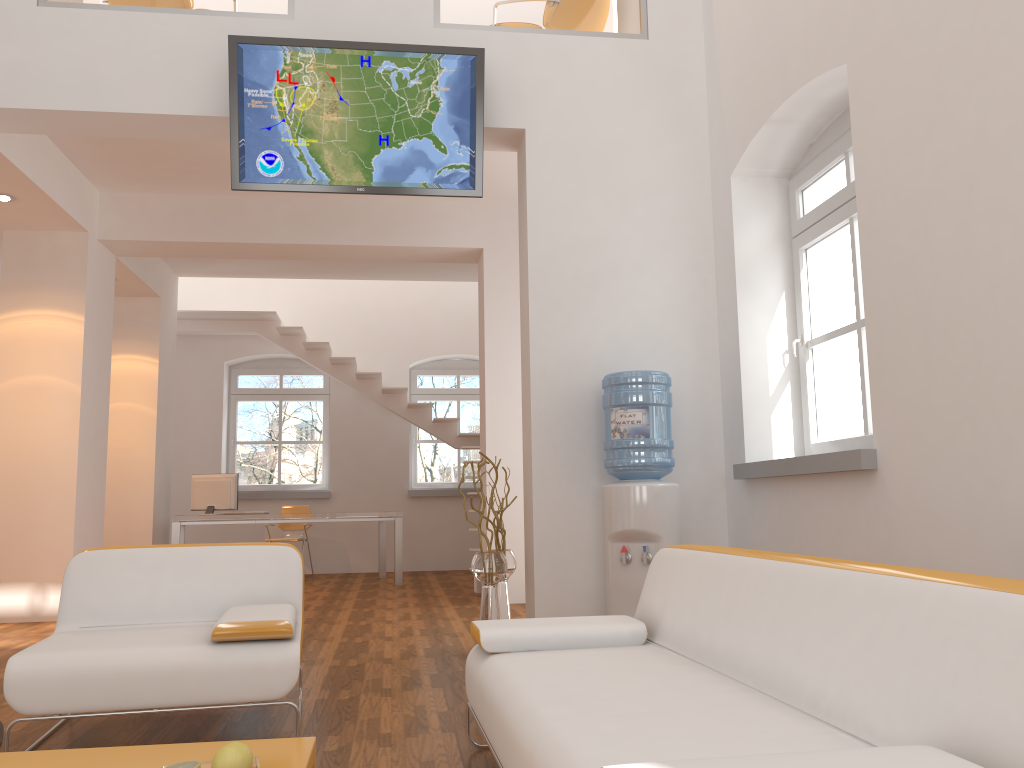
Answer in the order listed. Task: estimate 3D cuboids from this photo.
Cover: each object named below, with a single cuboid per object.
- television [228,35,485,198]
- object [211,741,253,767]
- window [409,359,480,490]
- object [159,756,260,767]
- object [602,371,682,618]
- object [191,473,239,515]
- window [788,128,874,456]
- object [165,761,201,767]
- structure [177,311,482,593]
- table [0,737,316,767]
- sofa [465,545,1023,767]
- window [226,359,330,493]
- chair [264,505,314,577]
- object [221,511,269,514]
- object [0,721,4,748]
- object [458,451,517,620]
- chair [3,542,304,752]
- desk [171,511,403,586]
[{"bbox_3d":[-0.850,-1.474,4.935,1.388,0.803,0.266,0,-8,-8],"label":"television"},{"bbox_3d":[-0.666,0.902,2.108,0.102,0.095,0.101,5,-10,-38],"label":"object"},{"bbox_3d":[-0.708,0.533,11.698,1.308,1.737,0.142,0,-8,-8],"label":"window"},{"bbox_3d":[-0.696,0.921,2.036,0.227,0.048,0.227,2,-8,-18],"label":"object"},{"bbox_3d":[0.689,0.689,4.732,0.436,1.490,0.436,2,-8,-22],"label":"object"},{"bbox_3d":[-3.079,1.127,9.064,0.516,0.418,0.245,-4,-8,22],"label":"object"},{"bbox_3d":[1.678,-0.451,4.308,0.142,1.627,1.302,0,-8,-8],"label":"window"},{"bbox_3d":[-0.771,0.918,2.059,0.092,0.065,0.091,-8,-11,44],"label":"object"},{"bbox_3d":[-1.699,0.597,9.444,4.630,3.042,3.450,0,-8,-8],"label":"structure"},{"bbox_3d":[-0.991,1.018,1.979,1.000,0.150,1.000,0,-8,-8],"label":"table"},{"bbox_3d":[0.405,0.751,2.077,0.825,0.661,2.010,0,-8,-9],"label":"sofa"},{"bbox_3d":[-2.981,0.530,11.393,1.308,1.737,0.142,0,-8,-8],"label":"window"},{"bbox_3d":[-2.579,1.821,10.254,0.495,0.829,0.464,-2,-8,7],"label":"chair"},{"bbox_3d":[-2.850,1.376,9.489,0.467,0.031,0.200,-1,-8,2],"label":"object"},{"bbox_3d":[-1.803,1.117,2.848,0.189,0.217,0.281,-1,-8,1],"label":"object"},{"bbox_3d":[-0.101,0.949,5.139,0.284,1.112,0.655,-3,-8,13],"label":"object"},{"bbox_3d":[-1.250,0.943,3.296,0.923,0.661,0.825,1,-8,-13],"label":"chair"},{"bbox_3d":[-2.359,1.740,9.327,2.239,0.750,1.092,1,-8,-18],"label":"desk"}]
